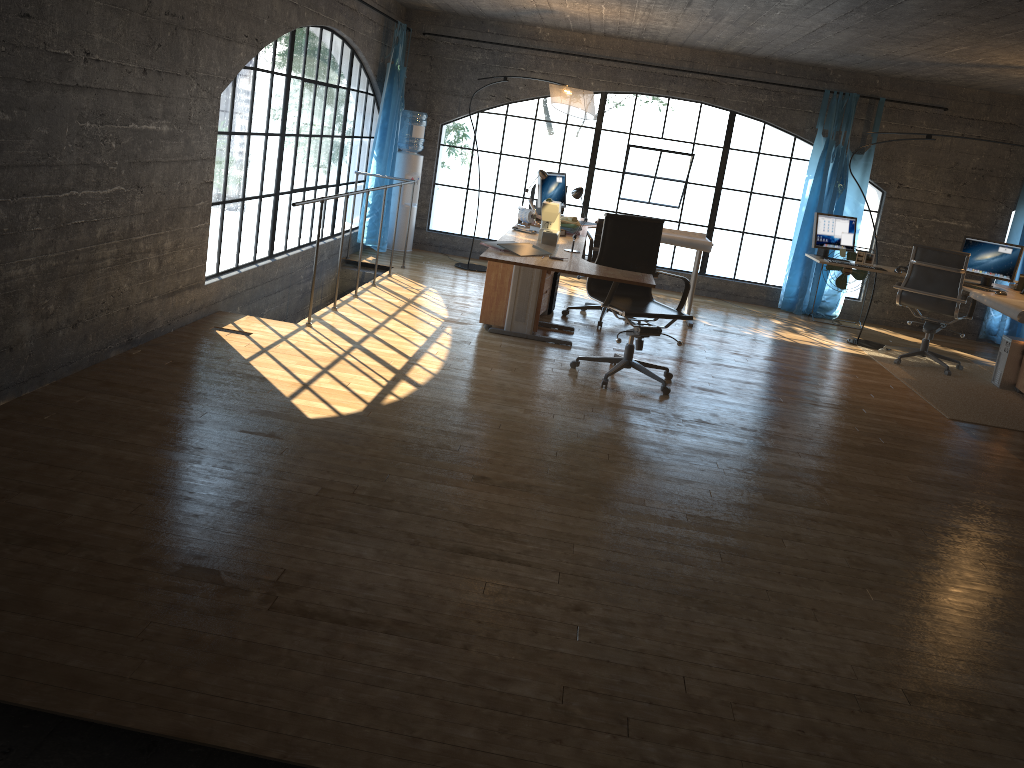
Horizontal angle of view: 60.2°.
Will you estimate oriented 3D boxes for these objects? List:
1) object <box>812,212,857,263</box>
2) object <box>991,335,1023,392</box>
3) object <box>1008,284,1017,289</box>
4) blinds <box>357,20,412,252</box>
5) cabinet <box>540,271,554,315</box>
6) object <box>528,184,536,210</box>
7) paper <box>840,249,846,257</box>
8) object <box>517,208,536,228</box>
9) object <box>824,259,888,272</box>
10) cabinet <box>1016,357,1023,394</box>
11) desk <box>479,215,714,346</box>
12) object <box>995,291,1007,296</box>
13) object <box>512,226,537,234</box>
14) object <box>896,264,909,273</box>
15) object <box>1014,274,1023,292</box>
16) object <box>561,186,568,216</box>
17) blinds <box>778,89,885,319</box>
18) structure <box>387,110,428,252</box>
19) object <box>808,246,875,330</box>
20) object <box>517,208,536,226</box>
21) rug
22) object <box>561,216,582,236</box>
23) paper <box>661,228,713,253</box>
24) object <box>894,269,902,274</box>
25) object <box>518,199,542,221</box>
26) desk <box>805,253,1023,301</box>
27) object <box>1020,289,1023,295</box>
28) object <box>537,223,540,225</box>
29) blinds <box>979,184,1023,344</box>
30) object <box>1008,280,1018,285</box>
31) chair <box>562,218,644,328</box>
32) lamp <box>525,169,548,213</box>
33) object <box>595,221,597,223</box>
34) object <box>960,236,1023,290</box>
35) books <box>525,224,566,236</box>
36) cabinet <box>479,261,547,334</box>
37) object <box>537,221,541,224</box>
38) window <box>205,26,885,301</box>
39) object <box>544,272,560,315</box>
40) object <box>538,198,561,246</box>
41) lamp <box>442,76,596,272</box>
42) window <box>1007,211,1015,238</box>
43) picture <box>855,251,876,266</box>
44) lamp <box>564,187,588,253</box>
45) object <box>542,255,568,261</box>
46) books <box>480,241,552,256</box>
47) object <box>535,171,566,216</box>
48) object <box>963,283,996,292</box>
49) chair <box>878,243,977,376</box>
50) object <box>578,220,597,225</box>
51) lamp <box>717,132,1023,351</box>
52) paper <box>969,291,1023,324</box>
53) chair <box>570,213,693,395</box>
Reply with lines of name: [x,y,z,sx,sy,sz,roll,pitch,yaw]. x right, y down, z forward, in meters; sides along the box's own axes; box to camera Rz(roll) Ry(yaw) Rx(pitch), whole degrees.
object: [2.851,-1.303,7.820,0.469,0.383,0.292,2,14,-25]
object: [4.143,-0.132,7.025,0.482,0.404,0.203,11,12,9]
object: [4.407,-0.829,7.627,0.204,0.035,0.208,9,16,2]
blinds: [-1.228,-2.473,8.924,0.262,2.242,0.964,9,12,0]
cabinet: [0.095,-0.819,6.991,0.474,0.561,0.432,11,13,11]
object: [0.169,-1.581,7.568,0.085,0.272,0.086,-1,15,-41]
paper: [2.940,-1.165,7.842,0.077,0.073,0.019,2,13,-25]
object: [0.108,-1.255,6.657,0.157,0.133,0.099,20,17,38]
object: [2.943,-1.021,7.566,0.491,0.011,0.191,10,16,4]
cabinet: [4.180,-0.107,6.678,0.475,0.561,0.432,11,13,12]
desk: [0.720,-0.670,6.511,1.637,0.725,3.578,10,16,5]
object: [3.859,-0.719,6.963,0.100,0.033,0.060,3,16,-20]
object: [0.090,-1.097,6.292,0.183,0.025,0.075,19,19,33]
object: [3.476,-1.009,7.683,0.283,0.080,0.414,19,19,34]
object: [4.431,-0.950,7.430,0.289,0.383,0.474,16,15,28]
object: [0.452,-1.663,8.004,0.085,0.272,0.086,10,11,6]
blinds: [3.287,-1.817,9.053,0.667,2.255,0.262,9,11,-1]
structure: [-1.134,-2.166,9.420,0.330,1.449,0.330,14,12,24]
object: [3.393,-1.040,9.097,0.491,0.787,0.591,11,13,9]
object: [0.115,-1.282,6.766,0.133,0.126,0.040,9,11,0]
rug: [3.784,0.074,6.845,1.602,0.005,2.245,10,16,4]
object: [0.400,-1.198,6.621,0.256,0.127,0.257,10,15,7]
paper: [1.305,-1.310,7.776,0.852,0.111,0.593,10,16,4]
object: [3.275,-0.958,7.485,0.059,0.033,0.102,12,16,13]
object: [0.157,-1.436,7.259,0.189,0.161,0.173,6,14,-11]
desk: [4.029,-0.092,6.252,3.262,0.725,3.540,10,16,4]
object: [4.254,-0.869,7.254,0.085,0.272,0.086,0,15,-39]
object: [0.140,-1.273,6.958,0.158,0.011,0.011,9,13,1]
blinds: [5.399,-1.384,8.883,0.862,2.375,0.264,11,11,13]
object: [4.390,-0.866,7.624,0.144,0.031,0.155,11,16,8]
chair: [0.792,-0.940,7.269,0.652,0.843,0.700,7,13,-9]
lamp: [0.186,-1.606,7.428,0.207,0.401,0.107,2,13,-28]
object: [0.784,-1.433,7.820,0.102,0.033,0.059,21,19,38]
object: [4.000,-1.014,7.424,0.286,0.383,0.478,-4,19,-44]
books: [0.229,-1.126,6.415,0.261,0.053,0.296,-7,22,-43]
cabinet: [0.020,-0.685,6.485,0.426,0.561,0.434,9,13,2]
object: [0.244,-1.294,7.062,0.097,0.024,0.109,14,16,17]
window: [0.138,-2.099,8.519,6.947,1.836,3.252,-2,18,-35]
object: [0.136,-0.830,7.332,0.482,0.404,0.203,11,12,9]
object: [0.263,-1.098,5.922,0.137,0.279,0.411,10,14,4]
lamp: [-0.974,-2.573,10.087,0.385,1.896,6.374,2,17,-30]
window: [3.486,-1.703,8.879,12.203,1.818,4.009,4,16,-16]
picture: [3.127,-1.115,7.823,0.159,0.103,0.032,10,11,5]
lamp: [0.414,-1.032,5.551,0.105,0.401,0.211,7,12,-10]
object: [0.251,-0.731,5.128,0.142,0.013,0.130,11,16,7]
books: [0.024,-0.810,5.223,0.322,0.044,0.309,21,20,37]
object: [0.346,-1.662,7.744,0.289,0.383,0.474,16,15,28]
object: [3.741,-0.818,7.281,0.187,0.011,0.501,-1,18,-29]
chair: [3.540,-0.660,7.472,0.662,0.997,0.688,18,16,37]
object: [0.561,-1.380,7.556,0.189,0.011,0.495,17,18,27]
lamp: [2.485,-1.734,8.997,0.386,1.897,6.360,0,18,-39]
paper: [3.758,-0.534,6.371,0.582,0.111,0.868,10,16,4]
chair: [0.820,-0.520,5.543,0.651,0.997,0.699,3,14,-26]
